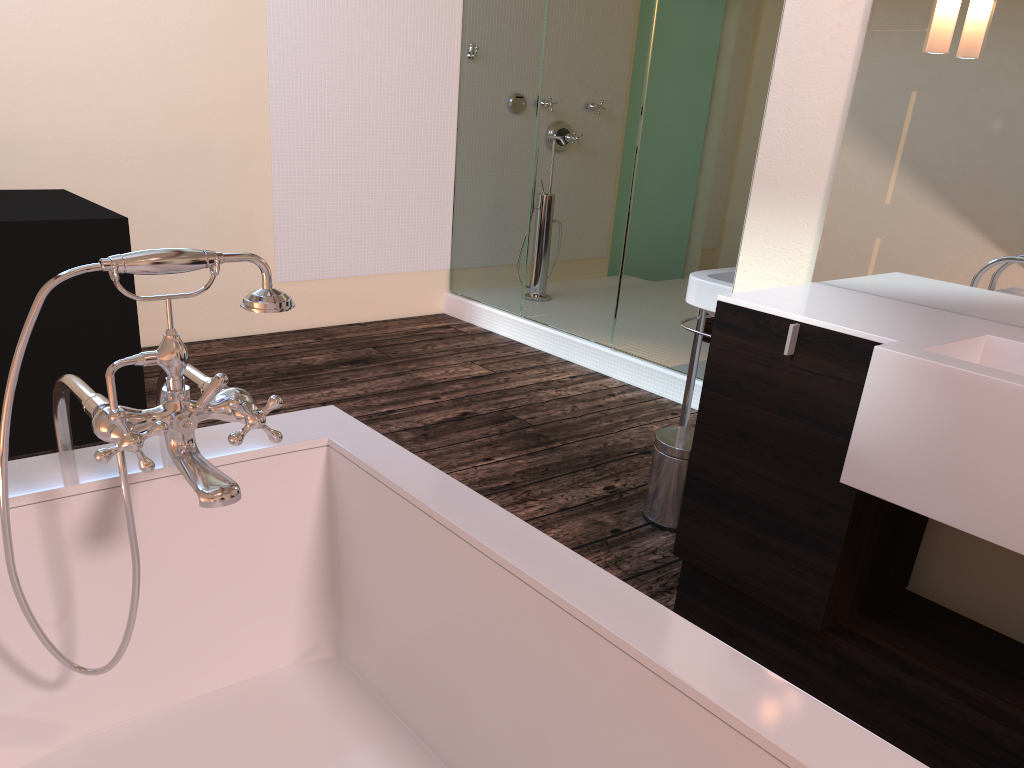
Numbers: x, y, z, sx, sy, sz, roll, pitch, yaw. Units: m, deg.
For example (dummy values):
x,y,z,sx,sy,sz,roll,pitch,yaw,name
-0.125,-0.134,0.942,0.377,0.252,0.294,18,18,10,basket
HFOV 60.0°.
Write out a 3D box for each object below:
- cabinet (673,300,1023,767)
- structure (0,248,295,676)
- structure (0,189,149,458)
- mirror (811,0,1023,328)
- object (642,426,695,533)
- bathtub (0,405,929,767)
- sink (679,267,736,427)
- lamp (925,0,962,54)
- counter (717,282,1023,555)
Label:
x,y,z,sx,sy,sz,roll,pitch,yaw,name
1.115,0.489,1.509,0.384,0.935,1.839,-13,26,-37,cabinet
-0.545,0.300,1.396,0.383,1.135,0.547,-6,23,-24,structure
-1.865,-0.248,3.064,0.866,0.872,0.793,-12,26,-37,structure
1.783,-0.646,0.632,0.011,1.869,3.204,-13,26,-37,mirror
0.536,0.328,2.755,0.222,0.310,0.220,10,22,14,object
0.014,0.768,0.772,0.795,0.703,2.196,-12,26,-37,bathtub
0.816,-0.003,2.889,0.678,0.796,0.343,-12,27,-37,sink
0.858,-0.893,1.675,0.083,0.370,0.130,-13,27,-37,lamp
1.115,0.187,1.370,0.440,0.300,1.838,-12,26,-37,counter
